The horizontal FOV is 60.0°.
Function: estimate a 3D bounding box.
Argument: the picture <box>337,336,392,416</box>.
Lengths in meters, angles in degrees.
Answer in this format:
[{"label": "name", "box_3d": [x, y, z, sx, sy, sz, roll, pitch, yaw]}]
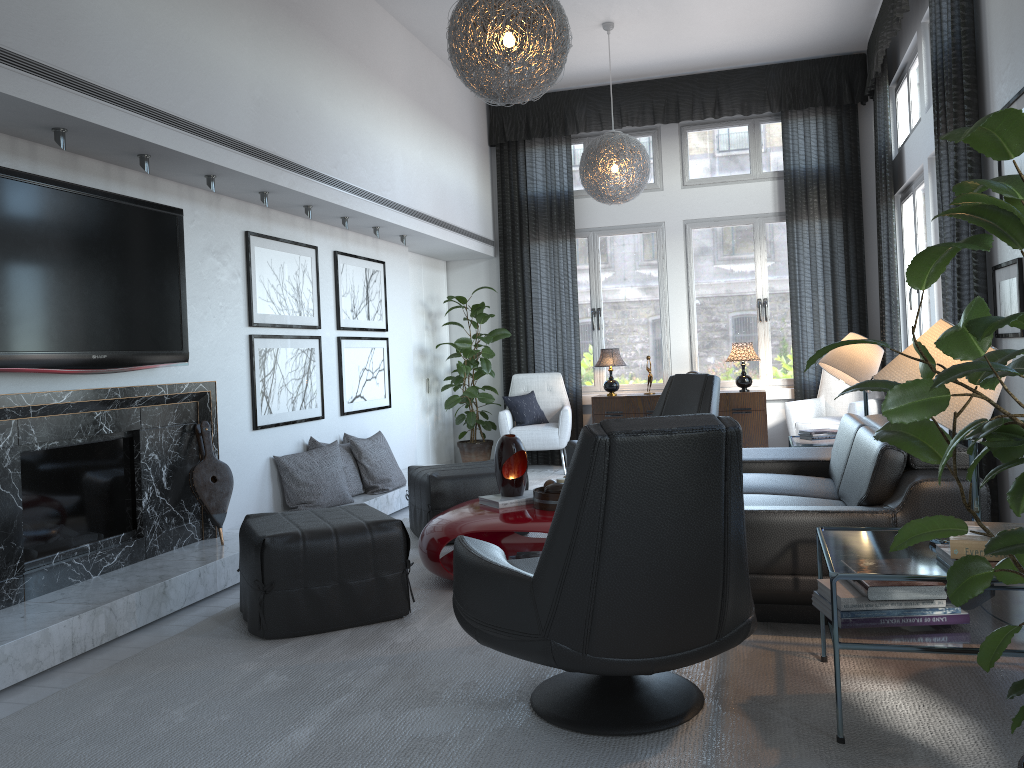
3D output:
[{"label": "picture", "box_3d": [-1.022, -0.068, 6.206, 0.020, 0.523, 0.792, -3, 1, 16]}]

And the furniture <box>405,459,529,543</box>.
[{"label": "furniture", "box_3d": [-0.255, 0.644, 4.971, 0.599, 0.378, 0.613, -3, 1, -20]}]

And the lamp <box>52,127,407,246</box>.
[{"label": "lamp", "box_3d": [-1.357, -0.950, 4.403, 0.053, 0.081, 4.256, -3, 2, 16]}]

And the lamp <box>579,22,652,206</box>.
[{"label": "lamp", "box_3d": [0.714, -1.920, 6.301, 0.512, 1.307, 0.515, -3, 0, 10]}]

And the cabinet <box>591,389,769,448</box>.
[{"label": "cabinet", "box_3d": [1.395, 0.383, 7.356, 1.398, 0.613, 0.386, -2, 0, 16]}]

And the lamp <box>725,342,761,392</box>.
[{"label": "lamp", "box_3d": [1.873, -0.138, 7.172, 0.280, 0.397, 0.281, -2, 0, 42]}]

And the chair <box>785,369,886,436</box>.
[{"label": "chair", "box_3d": [2.505, 0.242, 6.816, 0.613, 0.823, 0.593, -3, 0, -44]}]

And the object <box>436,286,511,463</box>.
[{"label": "object", "box_3d": [-0.332, -0.035, 7.539, 0.640, 1.590, 0.935, -2, 0, -29]}]

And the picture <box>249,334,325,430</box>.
[{"label": "picture", "box_3d": [-1.306, -0.025, 5.204, 0.020, 0.523, 0.792, -3, 1, 16]}]

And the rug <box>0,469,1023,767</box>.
[{"label": "rug", "box_3d": [0.353, 0.839, 3.527, 2.953, 0.032, 7.775, -2, 2, 16]}]

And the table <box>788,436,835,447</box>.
[{"label": "table", "box_3d": [1.907, 0.525, 5.069, 0.593, 0.410, 0.593, -2, 1, 16]}]

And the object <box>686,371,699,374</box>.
[{"label": "object", "box_3d": [1.491, -0.017, 7.293, 0.406, 0.180, 0.181, -2, 1, 16]}]

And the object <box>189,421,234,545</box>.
[{"label": "object", "box_3d": [-1.429, 0.466, 4.215, 0.175, 0.580, 0.196, -3, 0, -4]}]

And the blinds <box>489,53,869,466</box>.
[{"label": "blinds", "box_3d": [1.382, -0.964, 7.541, 3.210, 3.279, 0.189, -2, -1, 16]}]

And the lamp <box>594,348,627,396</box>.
[{"label": "lamp", "box_3d": [0.833, -0.100, 7.465, 0.280, 0.397, 0.281, -2, 0, 42]}]

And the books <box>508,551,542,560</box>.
[{"label": "books", "box_3d": [0.125, 0.804, 4.042, 0.272, 0.054, 0.204, -3, 2, -9]}]

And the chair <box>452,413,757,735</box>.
[{"label": "chair", "box_3d": [0.292, 0.472, 2.360, 0.840, 0.810, 0.804, -3, 1, -11]}]

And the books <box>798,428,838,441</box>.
[{"label": "books", "box_3d": [1.819, 0.299, 5.243, 0.215, 0.050, 0.160, -3, 2, -12]}]

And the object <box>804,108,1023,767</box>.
[{"label": "object", "box_3d": [0.915, 0.210, 1.532, 0.783, 1.331, 0.535, -3, 0, 26]}]

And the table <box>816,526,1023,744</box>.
[{"label": "table", "box_3d": [1.139, 0.641, 2.339, 0.593, 0.410, 0.593, -2, 1, 16]}]

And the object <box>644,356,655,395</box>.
[{"label": "object", "box_3d": [1.142, -0.076, 7.407, 0.096, 0.325, 0.096, -3, 0, 15]}]

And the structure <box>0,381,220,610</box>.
[{"label": "structure", "box_3d": [-1.922, 0.489, 3.640, 0.520, 0.924, 1.687, -3, 1, 16]}]

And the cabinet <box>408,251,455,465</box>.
[{"label": "cabinet", "box_3d": [-0.815, -0.166, 7.667, 0.191, 1.896, 1.172, -3, 0, 16]}]

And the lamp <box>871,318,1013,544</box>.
[{"label": "lamp", "box_3d": [1.510, 0.304, 2.723, 0.474, 1.015, 1.169, -3, 0, 42]}]

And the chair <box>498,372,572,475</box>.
[{"label": "chair", "box_3d": [0.209, 0.324, 7.477, 0.594, 0.823, 0.613, -3, 0, 6]}]

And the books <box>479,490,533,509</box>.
[{"label": "books", "box_3d": [0.028, 0.526, 4.065, 0.306, 0.030, 0.201, -4, 2, -29]}]

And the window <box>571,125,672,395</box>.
[{"label": "window", "box_3d": [0.731, -1.067, 7.861, 1.267, 2.324, 0.133, -3, -1, 16]}]

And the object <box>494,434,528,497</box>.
[{"label": "object", "box_3d": [-0.006, 0.372, 4.075, 0.153, 0.280, 0.151, -3, 0, -34]}]

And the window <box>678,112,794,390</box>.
[{"label": "window", "box_3d": [2.095, -1.116, 7.477, 1.267, 2.324, 0.133, -3, -1, 16]}]

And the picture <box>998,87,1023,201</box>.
[{"label": "picture", "box_3d": [2.040, -0.926, 3.564, 0.020, 0.467, 0.589, -3, 1, 16]}]

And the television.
[{"label": "television", "box_3d": [-1.730, -0.413, 3.579, 0.128, 0.752, 1.159, -3, 1, 16]}]

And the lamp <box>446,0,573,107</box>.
[{"label": "lamp", "box_3d": [-0.028, -1.807, 3.657, 0.514, 1.307, 0.512, -3, 0, 10]}]

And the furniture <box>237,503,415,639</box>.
[{"label": "furniture", "box_3d": [-0.755, 0.710, 3.496, 0.614, 0.378, 0.598, -3, 1, -25]}]

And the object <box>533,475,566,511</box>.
[{"label": "object", "box_3d": [0.213, 0.475, 3.907, 0.242, 0.133, 0.242, -3, 1, -37]}]

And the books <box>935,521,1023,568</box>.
[{"label": "books", "box_3d": [1.228, 0.404, 2.189, 0.320, 0.075, 0.278, -2, 2, 20]}]

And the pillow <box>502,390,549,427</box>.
[{"label": "pillow", "box_3d": [0.119, 0.210, 7.498, 0.252, 0.296, 0.357, -2, 1, 42]}]

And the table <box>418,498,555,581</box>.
[{"label": "table", "box_3d": [0.109, 0.688, 4.028, 0.941, 0.300, 0.940, -2, 2, 15]}]

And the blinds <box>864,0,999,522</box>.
[{"label": "blinds", "box_3d": [2.505, -0.955, 5.558, 0.189, 3.278, 3.214, -3, 0, 16]}]

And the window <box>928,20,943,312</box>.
[{"label": "window", "box_3d": [2.442, -1.052, 4.828, 0.133, 2.324, 1.268, -3, 0, 16]}]

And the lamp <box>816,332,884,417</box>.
[{"label": "lamp", "box_3d": [2.010, 0.228, 4.501, 0.475, 1.015, 1.167, -3, 1, -10]}]

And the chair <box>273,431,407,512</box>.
[{"label": "chair", "box_3d": [-0.987, 0.512, 5.565, 0.390, 0.431, 1.337, -2, 1, 16]}]

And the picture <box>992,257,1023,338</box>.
[{"label": "picture", "box_3d": [2.139, -0.362, 3.819, 0.020, 0.326, 0.428, -3, 1, 16]}]

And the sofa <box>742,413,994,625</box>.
[{"label": "sofa", "box_3d": [1.278, 0.484, 3.723, 0.936, 0.617, 1.906, -2, 2, 16]}]

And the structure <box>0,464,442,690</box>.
[{"label": "structure", "box_3d": [-1.552, 0.849, 3.528, 0.393, 0.135, 7.213, -2, 2, 16]}]

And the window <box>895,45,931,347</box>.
[{"label": "window", "box_3d": [2.826, -1.110, 6.194, 0.133, 2.324, 1.268, -3, 0, 16]}]

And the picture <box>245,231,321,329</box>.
[{"label": "picture", "box_3d": [-1.329, -0.590, 5.209, 0.020, 0.523, 0.792, -3, 1, 16]}]

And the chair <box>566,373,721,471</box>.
[{"label": "chair", "box_3d": [0.870, 0.357, 5.300, 0.805, 0.810, 0.840, -3, 1, -36]}]

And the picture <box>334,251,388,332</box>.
[{"label": "picture", "box_3d": [-1.047, -0.633, 6.211, 0.020, 0.523, 0.792, -3, 1, 16]}]

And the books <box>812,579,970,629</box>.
[{"label": "books", "box_3d": [0.984, 0.548, 2.307, 0.322, 0.116, 0.279, -3, 1, 1]}]
